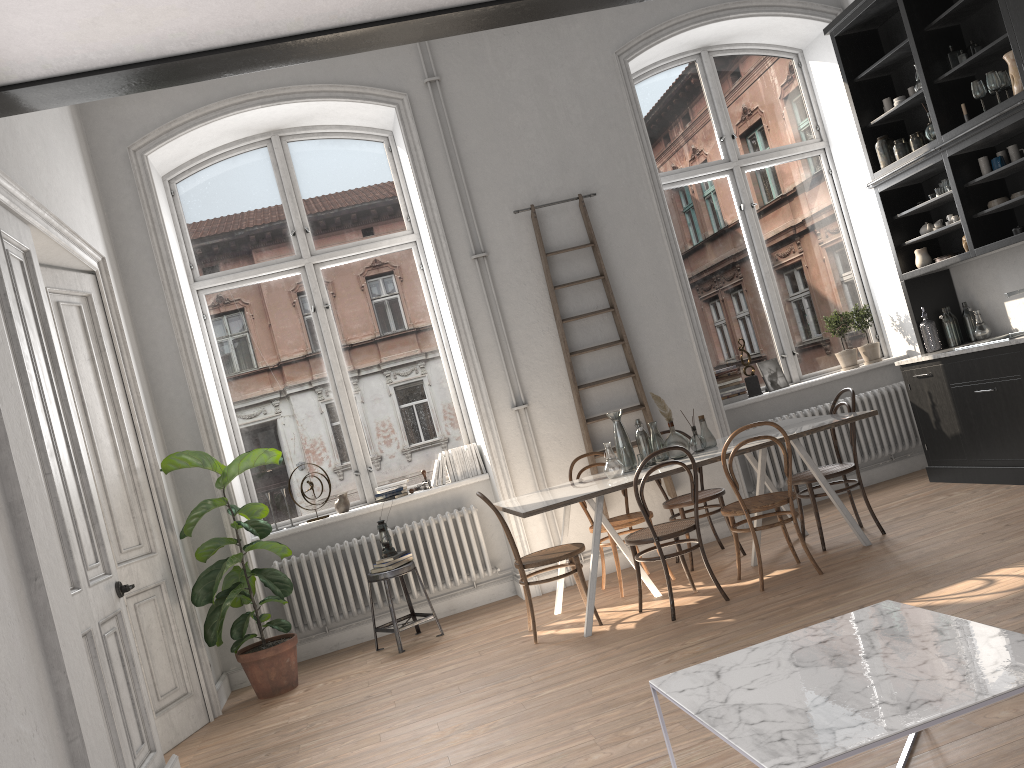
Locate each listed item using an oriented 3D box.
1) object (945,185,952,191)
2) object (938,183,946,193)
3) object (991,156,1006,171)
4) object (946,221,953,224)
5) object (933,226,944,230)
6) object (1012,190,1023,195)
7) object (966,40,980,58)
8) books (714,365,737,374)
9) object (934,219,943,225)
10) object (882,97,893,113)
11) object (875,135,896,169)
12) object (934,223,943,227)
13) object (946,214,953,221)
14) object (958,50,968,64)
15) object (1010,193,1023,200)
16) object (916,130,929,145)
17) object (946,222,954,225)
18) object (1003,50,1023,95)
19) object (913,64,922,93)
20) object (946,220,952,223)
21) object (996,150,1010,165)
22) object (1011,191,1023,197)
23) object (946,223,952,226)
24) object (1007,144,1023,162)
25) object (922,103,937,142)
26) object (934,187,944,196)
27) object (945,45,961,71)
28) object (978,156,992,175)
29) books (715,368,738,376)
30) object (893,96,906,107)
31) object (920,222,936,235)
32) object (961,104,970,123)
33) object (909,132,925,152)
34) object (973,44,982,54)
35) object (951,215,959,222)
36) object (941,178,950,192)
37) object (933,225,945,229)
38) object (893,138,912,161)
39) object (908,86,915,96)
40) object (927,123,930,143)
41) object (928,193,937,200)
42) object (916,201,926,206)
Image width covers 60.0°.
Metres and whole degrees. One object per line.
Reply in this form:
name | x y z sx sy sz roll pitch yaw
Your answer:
object | 3.090 -1.374 6.234 0.072 0.047 0.071 -16 -2 27
object | 3.139 -1.409 6.439 0.060 0.107 0.061 -13 -3 -43
object | 3.205 -1.445 5.842 0.083 0.093 0.140 -17 -3 44
object | 3.157 -1.158 6.359 0.085 0.016 0.085 -16 -2 20
object | 3.141 -1.141 6.512 0.085 0.015 0.085 -15 -2 2
object | 3.352 -1.247 5.833 0.113 0.036 0.112 -16 -3 31
object | 3.104 -2.215 5.945 0.065 0.177 0.084 -15 -2 11
books | 1.699 -0.107 7.219 0.200 0.024 0.159 -14 -2 -21
object | 3.130 -1.180 6.514 0.055 0.047 0.058 -15 -2 4
object | 2.861 -2.096 6.735 0.059 0.135 0.082 -16 -2 17
object | 2.832 -1.753 6.700 0.118 0.238 0.118 -14 -2 -26
object | 3.135 -1.161 6.513 0.058 0.033 0.056 -14 -3 -36
object | 3.149 -1.188 6.367 0.039 0.055 0.049 -15 -2 9
object | 3.000 -2.162 5.894 0.041 0.125 0.053 -13 -3 -44
object | 3.356 -1.232 5.832 0.132 0.038 0.132 -17 -3 36
object | 3.049 -1.784 6.583 0.092 0.184 0.092 -17 -3 44
object | 3.159 -1.152 6.360 0.085 0.015 0.085 -14 -3 -24
object | 3.062 -1.885 5.379 0.094 0.267 0.116 -16 -2 31
object | 2.915 -2.172 6.311 0.132 0.219 0.132 -14 -2 -37
object | 3.155 -1.165 6.361 0.085 0.016 0.085 -16 -3 30
object | 3.272 -1.482 5.921 0.082 0.135 0.059 -16 -2 17
object | 3.354 -1.239 5.833 0.123 0.036 0.124 -14 -2 -24
object | 3.160 -1.145 6.359 0.085 0.015 0.085 -14 -3 -24
object | 3.291 -1.493 5.783 0.059 0.135 0.082 -14 -2 -28
object | 2.907 -1.858 6.151 0.134 0.357 0.134 -16 -2 34
object | 3.077 -1.376 6.372 0.064 0.069 0.064 -17 -3 37
object | 2.985 -2.193 5.984 0.084 0.199 0.065 -15 -2 11
object | 3.184 -1.456 5.957 0.081 0.135 0.059 -13 -3 -43
books | 1.711 -0.089 7.211 0.205 0.020 0.155 -15 -2 -11
object | 2.908 -2.093 6.633 0.096 0.095 0.096 -16 -2 23
object | 3.130 -1.168 6.674 0.140 0.100 0.125 -14 -2 -30
object | 3.033 -1.800 5.926 0.123 0.161 0.123 -15 -2 -2
object | 2.957 -1.750 6.472 0.096 0.150 0.097 -14 -2 -23
object | 3.073 -2.183 5.843 0.044 0.121 0.058 -16 -2 16
object | 3.147 -1.165 6.298 0.049 0.054 0.039 -16 -2 15
object | 3.097 -1.404 6.304 0.060 0.107 0.060 -16 -2 17
object | 3.139 -1.147 6.514 0.085 0.017 0.085 -14 -2 -16
object | 2.887 -1.731 6.562 0.114 0.155 0.114 -15 -2 -8
object | 2.984 -2.136 6.574 0.059 0.135 0.082 -16 -2 12
object | 3.059 -1.798 6.405 0.092 0.184 0.092 -15 -2 4
object | 3.071 -1.359 6.455 0.072 0.047 0.071 -16 -2 27
object | 3.111 -1.358 6.741 0.072 0.047 0.071 -16 -2 27
